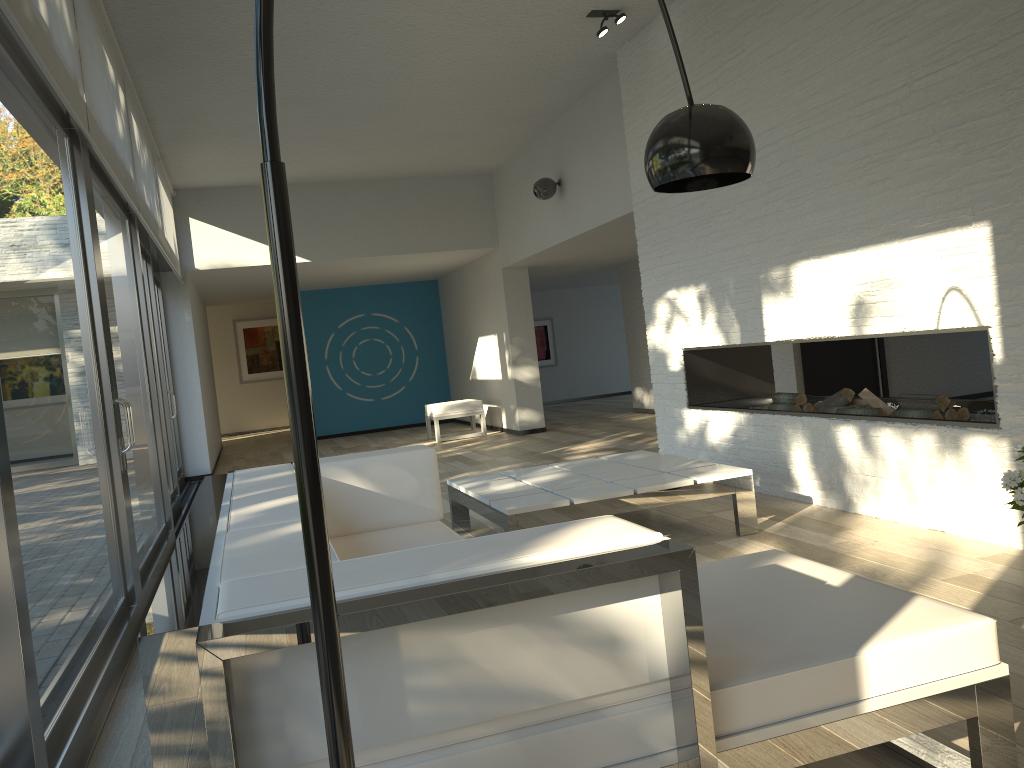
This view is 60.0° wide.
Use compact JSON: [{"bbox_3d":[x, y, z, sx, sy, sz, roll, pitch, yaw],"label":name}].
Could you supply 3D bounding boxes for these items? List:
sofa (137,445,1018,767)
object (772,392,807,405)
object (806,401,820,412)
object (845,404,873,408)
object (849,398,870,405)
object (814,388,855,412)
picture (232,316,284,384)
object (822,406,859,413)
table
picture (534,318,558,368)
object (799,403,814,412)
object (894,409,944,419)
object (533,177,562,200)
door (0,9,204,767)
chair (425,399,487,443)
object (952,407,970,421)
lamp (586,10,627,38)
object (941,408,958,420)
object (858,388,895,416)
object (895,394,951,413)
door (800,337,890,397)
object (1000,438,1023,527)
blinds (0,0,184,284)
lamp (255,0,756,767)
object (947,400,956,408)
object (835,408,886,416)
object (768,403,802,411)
[{"bbox_3d":[-0.093,0.585,2.578,1.546,0.654,2.404,-7,2,-17],"label":"sofa"},{"bbox_3d":[1.671,0.088,5.347,0.082,0.073,0.237,-7,2,-18],"label":"object"},{"bbox_3d":[1.786,0.139,5.381,0.082,0.073,0.237,-7,2,-18],"label":"object"},{"bbox_3d":[1.868,0.150,4.834,0.076,0.076,0.236,-7,2,-18],"label":"object"},{"bbox_3d":[1.894,0.104,4.878,0.064,0.060,0.229,-7,2,-16],"label":"object"},{"bbox_3d":[1.795,0.106,4.931,0.093,0.170,0.271,-7,2,-18],"label":"object"},{"bbox_3d":[-4.440,-0.662,16.561,1.378,1.190,0.017,-7,2,-17],"label":"picture"},{"bbox_3d":[1.795,0.159,4.825,0.075,0.074,0.245,-7,2,-18],"label":"object"},{"bbox_3d":[0.402,0.626,4.626,1.220,0.305,1.220,-7,2,-17],"label":"table"},{"bbox_3d":[0.294,-0.673,15.107,0.959,0.828,0.017,-7,2,-17],"label":"picture"},{"bbox_3d":[1.714,0.148,5.349,0.076,0.076,0.236,-7,2,-18],"label":"object"},{"bbox_3d":[1.959,0.161,4.280,0.075,0.074,0.245,-7,2,-18],"label":"object"},{"bbox_3d":[0.347,-1.798,8.157,0.315,0.203,0.201,-7,2,-17],"label":"object"},{"bbox_3d":[-1.426,-0.085,5.783,19.448,2.373,22.947,-7,2,-17],"label":"door"},{"bbox_3d":[-0.704,0.444,10.936,0.611,0.442,0.610,-7,2,-17],"label":"chair"},{"bbox_3d":[2.105,0.143,4.321,0.082,0.073,0.237,-7,2,-18],"label":"object"},{"bbox_3d":[0.609,-2.275,5.604,0.234,0.153,0.135,-7,2,-17],"label":"lamp"},{"bbox_3d":[2.032,0.152,4.289,0.076,0.076,0.236,-7,2,-18],"label":"object"},{"bbox_3d":[1.925,0.103,4.677,0.064,0.165,0.225,-7,2,-18],"label":"object"},{"bbox_3d":[1.985,0.091,4.290,0.093,0.088,0.260,-7,2,-18],"label":"object"},{"bbox_3d":[3.099,-0.648,8.427,0.920,1.947,0.108,-7,1,-17],"label":"door"},{"bbox_3d":[1.831,0.407,2.879,0.405,0.571,0.431,-6,2,5],"label":"object"},{"bbox_3d":[-1.840,-1.512,3.742,0.056,0.983,11.528,-7,2,-17],"label":"blinds"},{"bbox_3d":[0.212,-0.110,1.639,0.282,2.023,1.755,-6,2,26],"label":"lamp"},{"bbox_3d":[2.058,0.106,4.333,0.064,0.060,0.229,-7,2,-16],"label":"object"},{"bbox_3d":[1.815,0.164,4.632,0.075,0.074,0.245,-8,3,-38],"label":"object"},{"bbox_3d":[1.640,0.156,5.340,0.075,0.074,0.245,-7,2,-18],"label":"object"}]
